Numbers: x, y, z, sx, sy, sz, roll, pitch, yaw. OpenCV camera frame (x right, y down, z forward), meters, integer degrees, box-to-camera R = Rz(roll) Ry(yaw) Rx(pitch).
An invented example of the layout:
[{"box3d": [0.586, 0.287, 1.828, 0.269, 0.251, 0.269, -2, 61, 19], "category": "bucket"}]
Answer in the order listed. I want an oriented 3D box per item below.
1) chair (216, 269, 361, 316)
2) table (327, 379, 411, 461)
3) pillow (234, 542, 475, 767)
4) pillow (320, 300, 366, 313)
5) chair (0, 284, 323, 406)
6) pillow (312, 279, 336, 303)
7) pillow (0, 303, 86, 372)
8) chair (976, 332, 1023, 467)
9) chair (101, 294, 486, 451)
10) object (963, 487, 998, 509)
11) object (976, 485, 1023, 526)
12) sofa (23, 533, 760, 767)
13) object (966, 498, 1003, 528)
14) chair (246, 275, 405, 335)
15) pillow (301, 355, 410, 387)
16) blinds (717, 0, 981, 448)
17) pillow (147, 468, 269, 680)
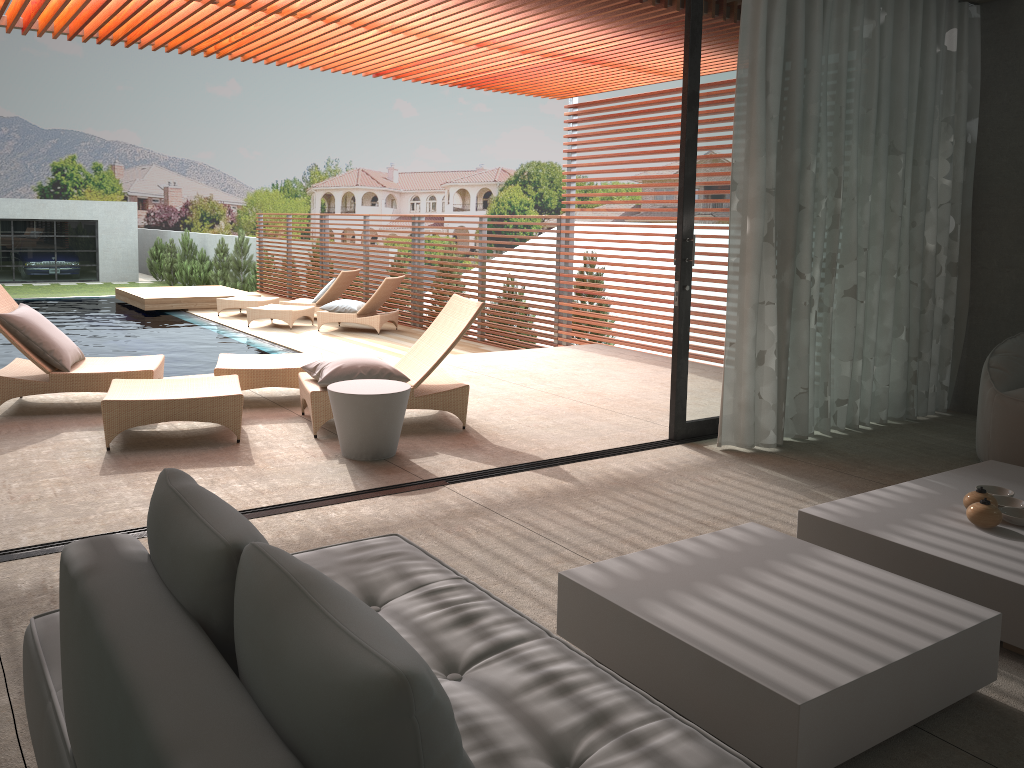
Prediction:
[{"box3d": [-3.702, -1.520, 14.681, 2.296, 0.820, 0.707, 4, 8, 14], "category": "chair"}, {"box3d": [-0.821, 0.208, 5.082, 0.477, 0.390, 0.478, 8, 11, 36], "category": "table"}, {"box3d": [-0.193, 0.486, 1.119, 0.239, 0.493, 0.496, -3, 9, -34], "category": "pillow"}, {"box3d": [-2.477, -1.159, 13.161, 0.594, 0.192, 0.601, 3, 10, 11], "category": "pillow"}, {"box3d": [-2.515, -0.277, 6.349, 2.294, 0.820, 0.707, -2, 8, -15], "category": "chair"}, {"box3d": [-2.958, -1.539, 14.490, 0.427, 0.423, 0.614, 3, 9, 13], "category": "pillow"}, {"box3d": [-3.250, -0.323, 6.131, 0.427, 0.423, 0.615, -1, 9, -16], "category": "pillow"}, {"box3d": [3.131, 0.100, 4.942, 0.922, 0.781, 0.930, -4, 10, -30], "category": "chair"}, {"box3d": [-1.360, -0.134, 5.695, 2.295, 0.820, 0.707, -2, 8, -20], "category": "chair"}, {"box3d": [1.798, 0.446, 3.391, 0.119, 0.105, 0.120, -4, 10, -30], "category": "object"}, {"box3d": [1.923, 0.474, 3.441, 0.155, 0.039, 0.442, 3, 10, 11], "category": "object"}, {"box3d": [-0.303, 0.624, 1.728, 1.015, 0.726, 1.609, -5, 11, -34], "category": "sofa"}, {"box3d": [1.737, 0.471, 3.249, 0.119, 0.105, 0.121, 1, 8, 0], "category": "object"}, {"box3d": [-2.791, -1.243, 13.277, 2.296, 0.820, 0.707, 4, 8, 15], "category": "chair"}, {"box3d": [-1.032, -0.085, 5.781, 0.594, 0.192, 0.601, -3, 11, -23], "category": "pillow"}, {"box3d": [2.294, -1.153, 5.765, 2.431, 2.899, 0.224, -4, 8, -35], "category": "blinds"}, {"box3d": [-0.464, 0.419, 1.516, 0.266, 0.479, 0.496, -3, 9, -34], "category": "pillow"}]
